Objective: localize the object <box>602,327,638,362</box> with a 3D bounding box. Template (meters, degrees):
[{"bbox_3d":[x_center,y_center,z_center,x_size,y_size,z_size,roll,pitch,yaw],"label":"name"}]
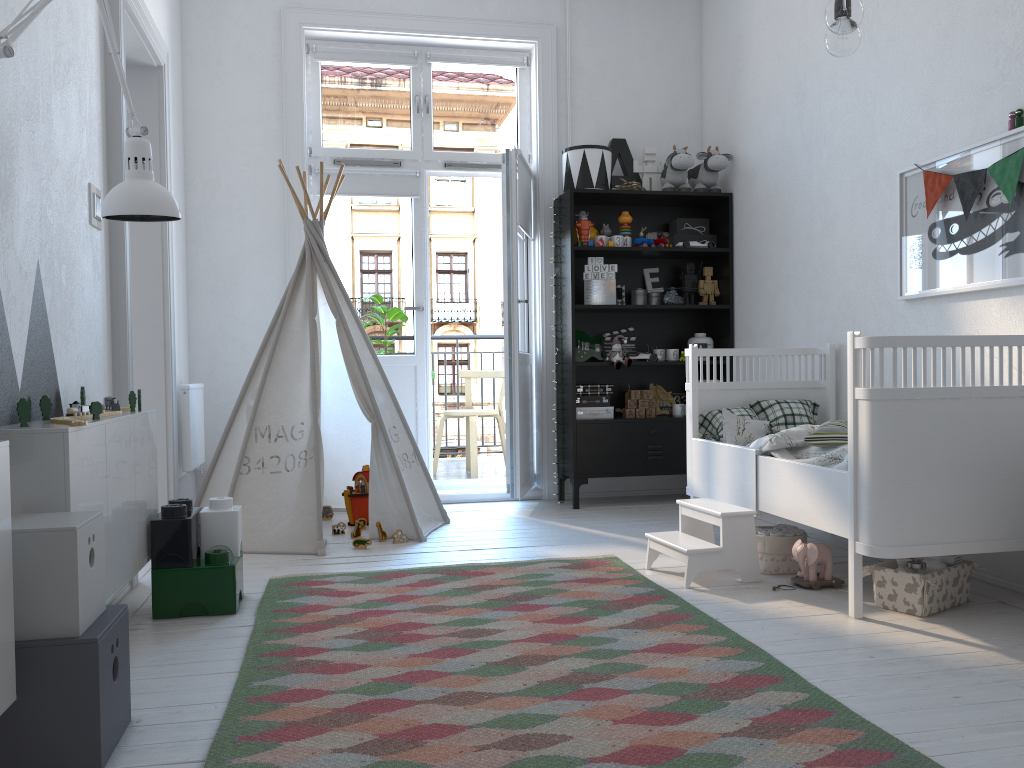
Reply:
[{"bbox_3d":[0.602,-0.219,4.963,0.201,0.199,0.048,-1,1,-12],"label":"object"}]

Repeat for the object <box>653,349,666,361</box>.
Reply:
[{"bbox_3d":[0.813,-0.157,4.894,0.067,0.067,0.067,-1,1,3],"label":"object"}]

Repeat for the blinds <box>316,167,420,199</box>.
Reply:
[{"bbox_3d":[-0.795,-1.112,4.903,0.565,0.158,0.032,-1,1,-12],"label":"blinds"}]

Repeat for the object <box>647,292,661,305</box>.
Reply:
[{"bbox_3d":[0.828,-0.473,4.919,0.078,0.091,0.246,-1,1,-17],"label":"object"}]

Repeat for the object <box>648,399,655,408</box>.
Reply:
[{"bbox_3d":[0.754,0.107,4.858,0.050,0.050,0.050,-1,1,-12],"label":"object"}]

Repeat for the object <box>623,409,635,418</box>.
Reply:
[{"bbox_3d":[0.635,0.159,4.807,0.050,0.050,0.050,-1,1,-12],"label":"object"}]

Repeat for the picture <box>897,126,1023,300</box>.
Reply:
[{"bbox_3d":[1.554,-0.561,3.040,0.030,0.493,0.703,-1,1,-12],"label":"picture"}]

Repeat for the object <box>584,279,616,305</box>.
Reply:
[{"bbox_3d":[0.472,-0.488,4.773,0.170,0.138,0.124,-1,1,3],"label":"object"}]

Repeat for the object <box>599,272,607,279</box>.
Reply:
[{"bbox_3d":[0.485,-0.575,4.734,0.040,0.040,0.040,-1,1,3],"label":"object"}]

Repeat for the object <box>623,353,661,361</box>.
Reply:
[{"bbox_3d":[0.698,-0.145,4.831,0.230,0.048,0.098,-1,1,13],"label":"object"}]

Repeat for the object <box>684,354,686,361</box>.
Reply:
[{"bbox_3d":[0.958,-0.153,4.876,0.042,0.054,0.031,-1,1,-11],"label":"object"}]

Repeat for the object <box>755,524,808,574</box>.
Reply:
[{"bbox_3d":[0.960,0.598,3.231,0.215,0.148,0.240,-1,1,-5],"label":"object"}]

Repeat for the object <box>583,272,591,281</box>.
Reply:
[{"bbox_3d":[0.402,-0.574,4.739,0.040,0.040,0.040,-1,1,3],"label":"object"}]

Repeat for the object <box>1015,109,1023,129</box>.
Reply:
[{"bbox_3d":[1.600,-0.836,2.796,0.025,0.064,0.025,-1,1,-13],"label":"object"}]

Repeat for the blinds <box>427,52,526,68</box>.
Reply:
[{"bbox_3d":[-0.197,-1.830,5.011,0.565,0.060,0.032,-1,1,-12],"label":"blinds"}]

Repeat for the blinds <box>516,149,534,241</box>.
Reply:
[{"bbox_3d":[0.077,-1.007,4.796,0.032,0.390,0.565,-1,1,8],"label":"blinds"}]

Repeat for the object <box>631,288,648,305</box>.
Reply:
[{"bbox_3d":[0.714,-0.481,4.981,0.095,0.110,0.095,-1,1,-7],"label":"object"}]

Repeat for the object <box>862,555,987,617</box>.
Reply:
[{"bbox_3d":[1.258,0.593,2.713,0.360,0.163,0.242,-2,1,-36],"label":"object"}]

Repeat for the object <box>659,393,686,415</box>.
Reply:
[{"bbox_3d":[0.881,0.114,5.084,0.347,0.120,0.034,-1,1,-12],"label":"object"}]

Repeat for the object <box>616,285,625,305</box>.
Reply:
[{"bbox_3d":[0.600,-0.491,4.993,0.070,0.135,0.028,-1,1,-12],"label":"object"}]

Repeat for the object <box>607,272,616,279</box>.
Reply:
[{"bbox_3d":[0.531,-0.576,4.731,0.040,0.040,0.040,0,1,18],"label":"object"}]

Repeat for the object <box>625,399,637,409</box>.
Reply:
[{"bbox_3d":[0.647,0.109,4.829,0.050,0.050,0.050,-1,1,-12],"label":"object"}]

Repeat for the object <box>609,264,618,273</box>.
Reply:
[{"bbox_3d":[0.542,-0.616,4.729,0.040,0.040,0.040,-1,1,13],"label":"object"}]

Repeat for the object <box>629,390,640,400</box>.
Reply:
[{"bbox_3d":[0.665,0.059,4.824,0.050,0.050,0.050,-1,1,-12],"label":"object"}]

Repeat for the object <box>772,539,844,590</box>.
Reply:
[{"bbox_3d":[0.972,0.600,2.957,0.254,0.152,0.125,-1,1,-12],"label":"object"}]

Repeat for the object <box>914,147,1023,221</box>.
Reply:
[{"bbox_3d":[1.581,-0.756,2.874,0.058,0.415,0.904,-1,1,-12],"label":"object"}]

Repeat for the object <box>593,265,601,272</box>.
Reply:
[{"bbox_3d":[0.452,-0.615,4.735,0.040,0.040,0.040,-1,1,8],"label":"object"}]

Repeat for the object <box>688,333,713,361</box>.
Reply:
[{"bbox_3d":[1.052,-0.203,4.946,0.139,0.162,0.139,-2,1,-37],"label":"object"}]

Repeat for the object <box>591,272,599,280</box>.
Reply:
[{"bbox_3d":[0.441,-0.575,4.744,0.040,0.040,0.040,-1,1,-7],"label":"object"}]

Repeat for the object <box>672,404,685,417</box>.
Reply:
[{"bbox_3d":[0.918,0.145,4.886,0.067,0.067,0.067,-1,1,3],"label":"object"}]

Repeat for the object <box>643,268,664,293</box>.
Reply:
[{"bbox_3d":[0.803,-0.587,5.041,0.107,0.151,0.055,-1,1,-12],"label":"object"}]

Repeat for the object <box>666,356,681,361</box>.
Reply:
[{"bbox_3d":[0.893,-0.144,5.024,0.163,0.034,0.069,-1,1,-12],"label":"object"}]

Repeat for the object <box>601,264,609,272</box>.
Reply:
[{"bbox_3d":[0.498,-0.615,4.732,0.040,0.040,0.040,0,1,18],"label":"object"}]

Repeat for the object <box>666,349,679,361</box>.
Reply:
[{"bbox_3d":[0.881,-0.158,4.860,0.067,0.067,0.067,-1,1,3],"label":"object"}]

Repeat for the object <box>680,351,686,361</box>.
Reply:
[{"bbox_3d":[0.927,-0.151,4.816,0.031,0.054,0.042,0,2,39],"label":"object"}]

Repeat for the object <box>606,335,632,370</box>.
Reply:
[{"bbox_3d":[0.568,-0.168,4.685,0.110,0.186,0.129,-1,1,-24],"label":"object"}]

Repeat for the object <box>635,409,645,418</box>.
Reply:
[{"bbox_3d":[0.692,0.158,4.819,0.050,0.050,0.050,-1,1,-7],"label":"object"}]

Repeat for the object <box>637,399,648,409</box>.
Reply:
[{"bbox_3d":[0.707,0.108,4.821,0.050,0.050,0.050,-1,1,-12],"label":"object"}]

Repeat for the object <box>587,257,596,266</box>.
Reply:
[{"bbox_3d":[0.423,-0.655,4.736,0.040,0.040,0.040,-1,1,-7],"label":"object"}]

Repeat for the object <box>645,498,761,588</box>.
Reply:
[{"bbox_3d":[0.670,0.554,3.141,0.288,0.246,0.332,-1,1,-16],"label":"object"}]

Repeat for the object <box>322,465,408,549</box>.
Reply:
[{"bbox_3d":[-0.646,0.538,4.104,0.385,0.284,0.856,-1,1,-20],"label":"object"}]

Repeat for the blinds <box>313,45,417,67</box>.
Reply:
[{"bbox_3d":[-0.805,-1.806,4.887,0.565,0.087,0.032,-1,1,-12],"label":"blinds"}]

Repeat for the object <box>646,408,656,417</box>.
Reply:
[{"bbox_3d":[0.758,0.157,4.832,0.050,0.050,0.050,0,1,18],"label":"object"}]

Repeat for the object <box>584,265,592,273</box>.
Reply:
[{"bbox_3d":[0.407,-0.614,4.738,0.040,0.040,0.040,-1,1,-2],"label":"object"}]

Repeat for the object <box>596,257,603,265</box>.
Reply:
[{"bbox_3d":[0.465,-0.655,4.733,0.040,0.040,0.040,-1,1,-2],"label":"object"}]

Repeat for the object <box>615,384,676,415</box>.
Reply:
[{"bbox_3d":[0.749,0.090,4.965,0.337,0.186,0.111,-1,1,3],"label":"object"}]

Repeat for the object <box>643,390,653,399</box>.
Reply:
[{"bbox_3d":[0.743,0.058,4.842,0.050,0.050,0.050,-1,1,8],"label":"object"}]

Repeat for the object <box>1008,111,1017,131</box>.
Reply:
[{"bbox_3d":[1.595,-0.836,2.824,0.025,0.064,0.025,-1,1,-16],"label":"object"}]

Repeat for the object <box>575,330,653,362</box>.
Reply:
[{"bbox_3d":[0.558,-0.188,4.981,0.542,0.239,0.093,-1,1,-11],"label":"object"}]

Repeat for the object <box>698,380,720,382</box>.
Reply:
[{"bbox_3d":[1.094,0.076,4.946,0.132,0.199,0.267,-1,1,-12],"label":"object"}]
